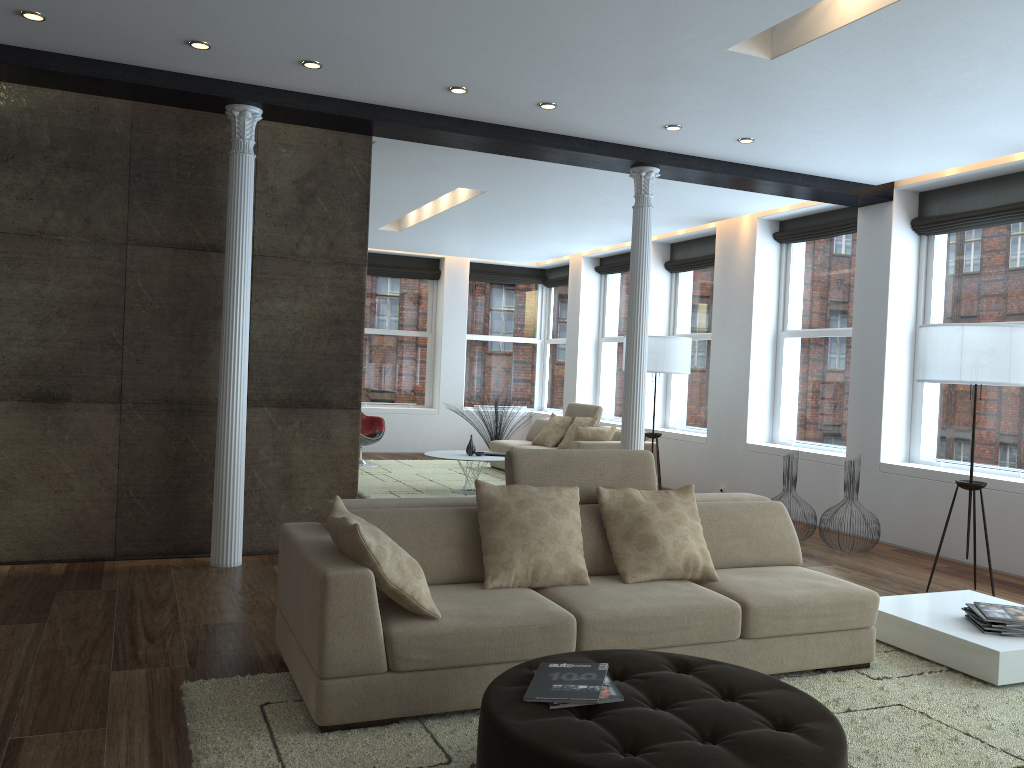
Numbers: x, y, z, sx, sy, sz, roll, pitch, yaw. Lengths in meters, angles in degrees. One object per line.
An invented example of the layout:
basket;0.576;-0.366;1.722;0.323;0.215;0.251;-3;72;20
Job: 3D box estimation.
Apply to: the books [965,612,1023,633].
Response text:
books;2.341;1.144;4.262;0.220;0.010;0.300;3;1;12

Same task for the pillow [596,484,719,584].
pillow;0.674;0.692;4.166;0.519;0.416;0.368;2;1;-19

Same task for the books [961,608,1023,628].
books;2.342;1.125;4.262;0.220;0.010;0.300;3;1;2

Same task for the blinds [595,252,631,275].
blinds;1.543;-1.670;12.167;0.156;0.275;1.442;2;1;-23

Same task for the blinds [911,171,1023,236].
blinds;3.745;-1.436;6.945;0.183;0.395;1.431;2;1;-23

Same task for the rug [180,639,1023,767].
rug;1.218;1.317;2.988;4.231;0.020;2.972;2;1;-23

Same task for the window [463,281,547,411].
window;-0.157;-0.701;14.293;1.474;2.400;0.123;2;1;-23

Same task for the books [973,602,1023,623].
books;2.368;1.097;4.256;0.220;0.010;0.300;3;1;17

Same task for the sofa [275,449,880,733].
sofa;0.329;0.798;4.021;2.581;0.950;1.021;2;1;-23

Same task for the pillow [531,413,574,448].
pillow;0.526;0.583;11.155;0.368;0.416;0.519;2;1;-28

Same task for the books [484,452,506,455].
books;-0.149;0.745;9.460;0.300;0.010;0.220;2;1;-8

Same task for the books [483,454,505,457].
books;-0.154;0.755;9.436;0.300;0.010;0.220;3;1;12

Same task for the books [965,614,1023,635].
books;2.365;1.155;4.257;0.220;0.010;0.300;2;1;-3

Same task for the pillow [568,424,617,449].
pillow;0.860;0.629;9.793;0.518;0.393;0.395;2;1;-27

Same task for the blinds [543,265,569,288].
blinds;0.831;-1.700;13.837;0.156;0.327;1.377;2;1;-23

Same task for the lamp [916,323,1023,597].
lamp;2.948;0.497;5.681;0.698;1.728;0.698;3;1;1

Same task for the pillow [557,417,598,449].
pillow;0.783;0.592;10.585;0.301;0.439;0.534;2;1;-27

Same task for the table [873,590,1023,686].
table;2.356;1.252;4.451;0.900;0.170;0.900;2;1;-23

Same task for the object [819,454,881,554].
object;2.694;0.943;7.054;0.458;0.781;0.458;2;1;-24

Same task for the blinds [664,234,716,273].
blinds;2.242;-1.556;10.519;0.156;0.393;1.342;2;1;-23

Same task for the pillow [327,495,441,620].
pillow;-0.511;0.662;3.415;0.395;0.393;0.518;2;1;-20

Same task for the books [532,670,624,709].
books;0.194;0.912;2.687;0.219;0.031;0.300;2;1;-8

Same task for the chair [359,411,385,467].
chair;-2.005;0.634;11.482;0.810;0.818;0.669;2;1;-43

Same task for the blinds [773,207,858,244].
blinds;3.053;-1.551;8.616;0.156;0.275;1.396;2;1;-23

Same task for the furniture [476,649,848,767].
furniture;0.425;1.101;2.618;1.057;0.355;1.057;2;1;-21

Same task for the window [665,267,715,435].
window;2.254;-0.540;10.558;0.123;2.400;1.345;2;1;-23

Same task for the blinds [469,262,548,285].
blinds;-0.091;-1.753;14.192;1.442;0.312;0.155;2;1;-23

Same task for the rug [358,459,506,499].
rug;-0.525;1.133;10.344;2.972;0.020;4.231;2;1;-23

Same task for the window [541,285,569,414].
window;4.071;-0.019;21.966;34.761;17.917;13.698;2;1;-23

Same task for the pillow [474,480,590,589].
pillow;0.096;0.659;3.932;0.534;0.439;0.301;2;1;-20

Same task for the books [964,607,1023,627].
books;2.367;1.117;4.257;0.220;0.010;0.300;2;1;-8

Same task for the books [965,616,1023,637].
books;2.340;1.164;4.263;0.220;0.010;0.300;3;1;12

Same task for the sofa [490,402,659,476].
sofa;0.666;0.713;10.816;1.018;0.950;2.581;2;1;-23

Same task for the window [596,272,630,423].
window;1.552;-0.595;12.209;0.123;2.400;1.444;2;1;-23

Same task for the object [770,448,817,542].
object;2.312;0.921;7.397;0.458;0.781;0.458;2;1;-24

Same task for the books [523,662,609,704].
books;0.169;0.903;2.691;0.220;0.040;0.301;3;1;12

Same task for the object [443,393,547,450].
object;-0.235;0.600;12.399;1.119;1.014;1.125;2;1;-37

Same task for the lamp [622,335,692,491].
lamp;1.465;0.379;9.166;0.698;1.728;0.698;3;1;1

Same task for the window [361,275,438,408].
window;-1.858;-0.766;13.576;1.420;2.400;0.123;2;1;-23

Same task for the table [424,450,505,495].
table;-0.422;0.946;9.343;1.022;0.393;1.022;3;1;21

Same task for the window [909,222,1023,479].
window;3.772;-0.420;6.990;0.123;2.400;1.432;2;1;-23

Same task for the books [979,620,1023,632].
books;2.366;1.136;4.257;0.220;0.010;0.300;3;1;27

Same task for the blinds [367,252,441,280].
blinds;-1.776;-1.792;13.474;1.422;0.363;0.156;2;1;-23

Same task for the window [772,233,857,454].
window;3.063;-0.476;8.656;0.123;2.400;1.391;2;1;-23

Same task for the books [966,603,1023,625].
books;2.342;1.106;4.262;0.220;0.010;0.300;3;1;12
